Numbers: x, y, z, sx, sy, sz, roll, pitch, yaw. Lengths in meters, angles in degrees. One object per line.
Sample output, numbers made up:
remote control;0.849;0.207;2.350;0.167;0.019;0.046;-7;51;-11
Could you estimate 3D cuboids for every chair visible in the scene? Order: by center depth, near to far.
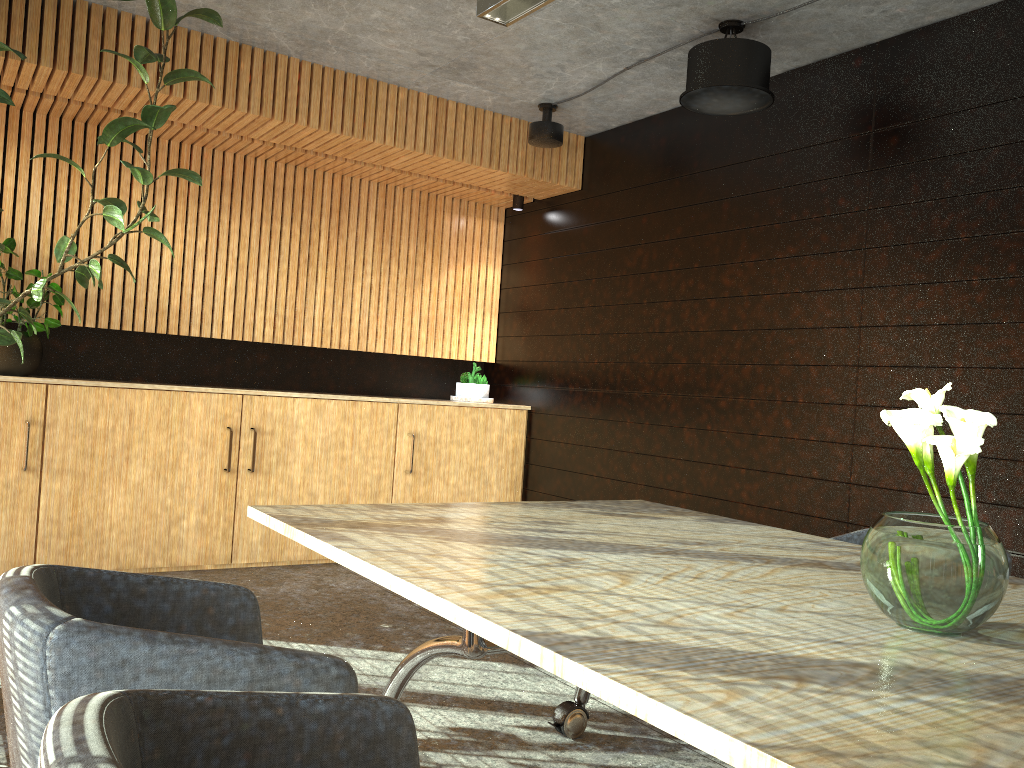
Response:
chair;-0.243;0.907;1.183;0.761;0.944;0.706;4;-1;-33
chair;-0.737;0.881;1.934;0.761;0.944;0.706;4;-1;-33
chair;1.430;1.039;3.364;0.761;0.944;0.706;4;-1;-33

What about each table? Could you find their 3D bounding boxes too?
table;0.888;0.997;1.929;1.816;0.927;3.932;4;-1;-33

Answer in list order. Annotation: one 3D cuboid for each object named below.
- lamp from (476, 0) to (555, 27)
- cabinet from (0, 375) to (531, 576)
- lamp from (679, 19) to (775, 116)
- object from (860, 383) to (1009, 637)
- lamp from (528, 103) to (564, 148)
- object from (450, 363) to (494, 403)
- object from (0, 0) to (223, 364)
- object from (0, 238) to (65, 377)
lamp;1.039;-1.727;1.948;0.151;0.618;4.009;4;-1;-33
cabinet;-2.171;0.663;6.607;4.954;1.272;1.006;4;-1;-33
lamp;1.200;-1.776;4.910;0.513;0.497;0.513;4;-1;-4
object;0.922;0.262;1.952;0.295;0.546;0.322;4;-1;-23
lamp;-1.379;-2.032;5.428;4.179;0.294;0.257;4;-1;-33
object;-0.345;-0.013;7.869;0.384;0.347;0.384;4;-1;-11
object;-2.427;-0.384;3.525;1.958;3.266;1.875;4;-1;5
object;-3.260;-0.496;5.728;0.679;0.880;0.512;4;-1;-30
